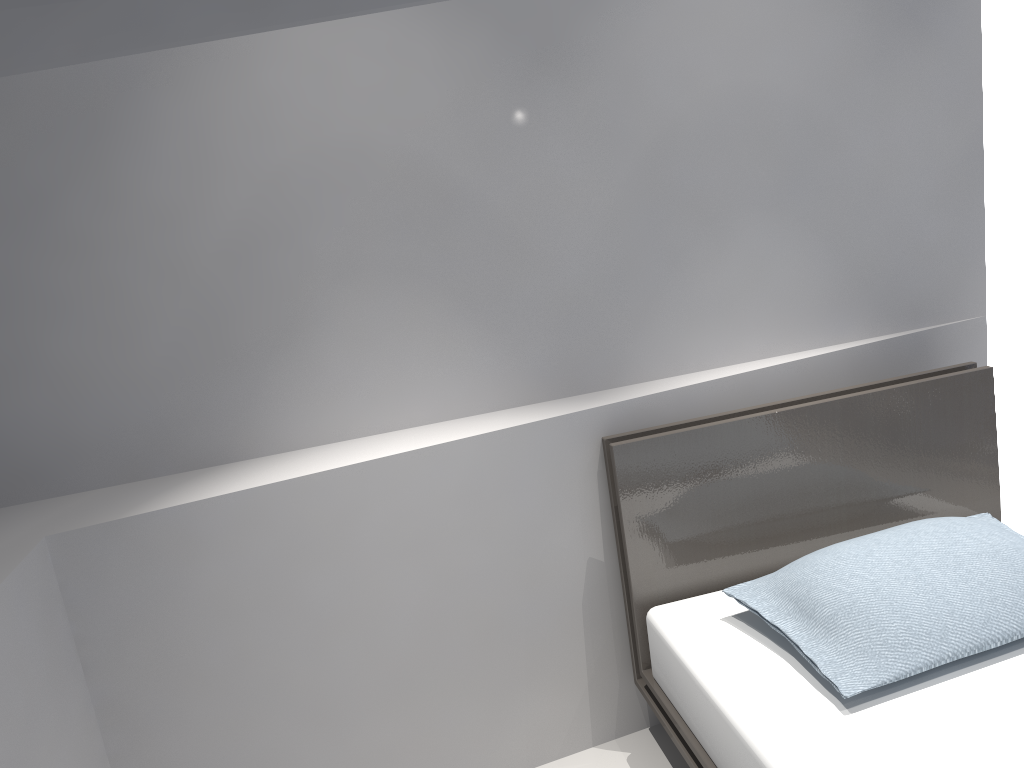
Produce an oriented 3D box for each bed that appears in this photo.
[{"bbox_3d":[0.984,0.633,1.225,1.411,0.752,2.319,-11,14,-10],"label":"bed"}]

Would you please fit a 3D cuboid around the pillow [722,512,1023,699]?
[{"bbox_3d":[0.887,0.424,1.909,0.746,0.173,0.417,-12,14,-15],"label":"pillow"}]
